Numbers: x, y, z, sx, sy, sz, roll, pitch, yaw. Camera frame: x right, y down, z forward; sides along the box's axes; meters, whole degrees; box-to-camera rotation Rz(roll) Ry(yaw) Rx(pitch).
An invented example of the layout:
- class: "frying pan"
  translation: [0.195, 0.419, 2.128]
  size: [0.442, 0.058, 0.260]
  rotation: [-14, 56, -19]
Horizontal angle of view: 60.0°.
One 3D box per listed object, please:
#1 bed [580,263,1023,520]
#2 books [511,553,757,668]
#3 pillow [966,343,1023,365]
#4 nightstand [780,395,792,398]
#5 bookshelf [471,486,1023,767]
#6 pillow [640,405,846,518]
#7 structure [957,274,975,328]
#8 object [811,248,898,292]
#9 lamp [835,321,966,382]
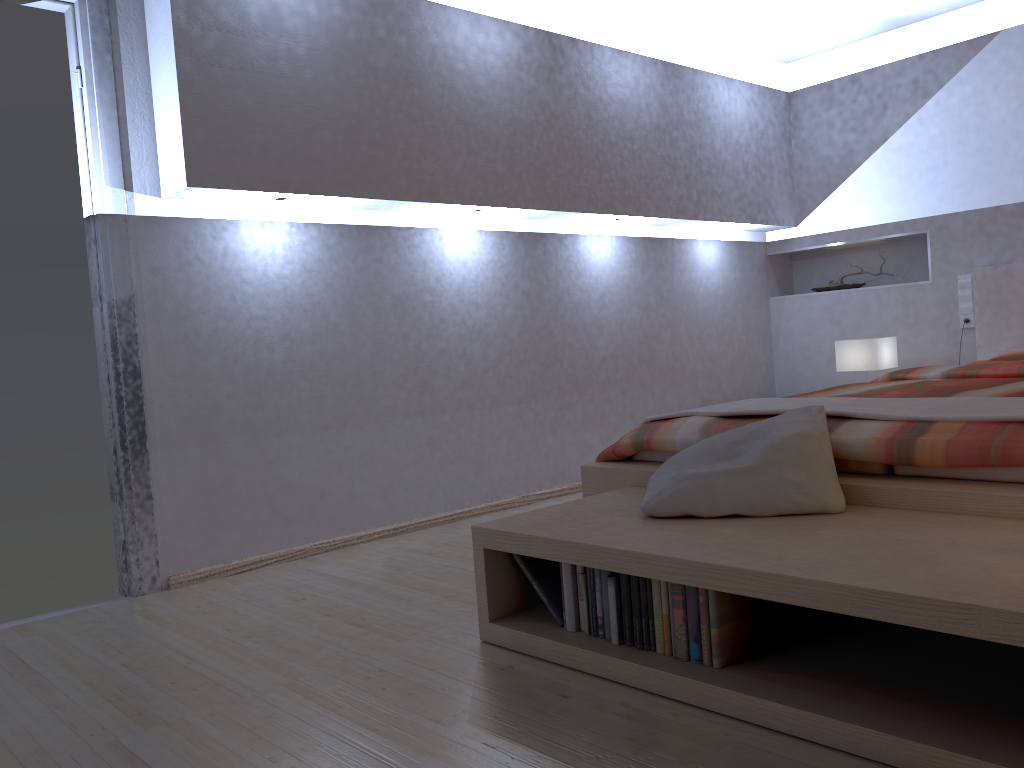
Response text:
- class: "bed"
  translation: [1.970, -0.016, 3.171]
  size: [3.009, 0.994, 2.087]
  rotation: [-6, 3, -42]
- class: "books"
  translation: [0.254, 0.502, 2.134]
  size: [0.157, 0.193, 0.652]
  rotation: [-6, 3, -42]
- class: "pillow"
  translation: [2.585, -0.118, 4.312]
  size: [0.492, 0.180, 0.572]
  rotation: [-6, 3, -41]
- class: "nightstand"
  translation: [1.748, 0.260, 4.948]
  size: [0.847, 0.329, 0.859]
  rotation: [-6, 3, -42]
- class: "bookshelf"
  translation: [0.641, 0.478, 1.970]
  size: [0.643, 0.303, 1.495]
  rotation: [-6, 3, -42]
- class: "pillow"
  translation: [0.594, 0.200, 2.362]
  size: [0.498, 0.241, 0.470]
  rotation: [-4, 2, 13]
- class: "structure"
  translation: [2.478, -0.450, 4.830]
  size: [0.034, 0.286, 0.077]
  rotation: [-6, 3, -42]
- class: "object"
  translation: [2.108, -0.704, 5.439]
  size: [0.183, 0.242, 0.589]
  rotation: [-7, 3, -43]
- class: "lamp"
  translation: [2.120, -0.062, 4.902]
  size: [0.684, 0.515, 0.318]
  rotation: [-5, 2, -13]
